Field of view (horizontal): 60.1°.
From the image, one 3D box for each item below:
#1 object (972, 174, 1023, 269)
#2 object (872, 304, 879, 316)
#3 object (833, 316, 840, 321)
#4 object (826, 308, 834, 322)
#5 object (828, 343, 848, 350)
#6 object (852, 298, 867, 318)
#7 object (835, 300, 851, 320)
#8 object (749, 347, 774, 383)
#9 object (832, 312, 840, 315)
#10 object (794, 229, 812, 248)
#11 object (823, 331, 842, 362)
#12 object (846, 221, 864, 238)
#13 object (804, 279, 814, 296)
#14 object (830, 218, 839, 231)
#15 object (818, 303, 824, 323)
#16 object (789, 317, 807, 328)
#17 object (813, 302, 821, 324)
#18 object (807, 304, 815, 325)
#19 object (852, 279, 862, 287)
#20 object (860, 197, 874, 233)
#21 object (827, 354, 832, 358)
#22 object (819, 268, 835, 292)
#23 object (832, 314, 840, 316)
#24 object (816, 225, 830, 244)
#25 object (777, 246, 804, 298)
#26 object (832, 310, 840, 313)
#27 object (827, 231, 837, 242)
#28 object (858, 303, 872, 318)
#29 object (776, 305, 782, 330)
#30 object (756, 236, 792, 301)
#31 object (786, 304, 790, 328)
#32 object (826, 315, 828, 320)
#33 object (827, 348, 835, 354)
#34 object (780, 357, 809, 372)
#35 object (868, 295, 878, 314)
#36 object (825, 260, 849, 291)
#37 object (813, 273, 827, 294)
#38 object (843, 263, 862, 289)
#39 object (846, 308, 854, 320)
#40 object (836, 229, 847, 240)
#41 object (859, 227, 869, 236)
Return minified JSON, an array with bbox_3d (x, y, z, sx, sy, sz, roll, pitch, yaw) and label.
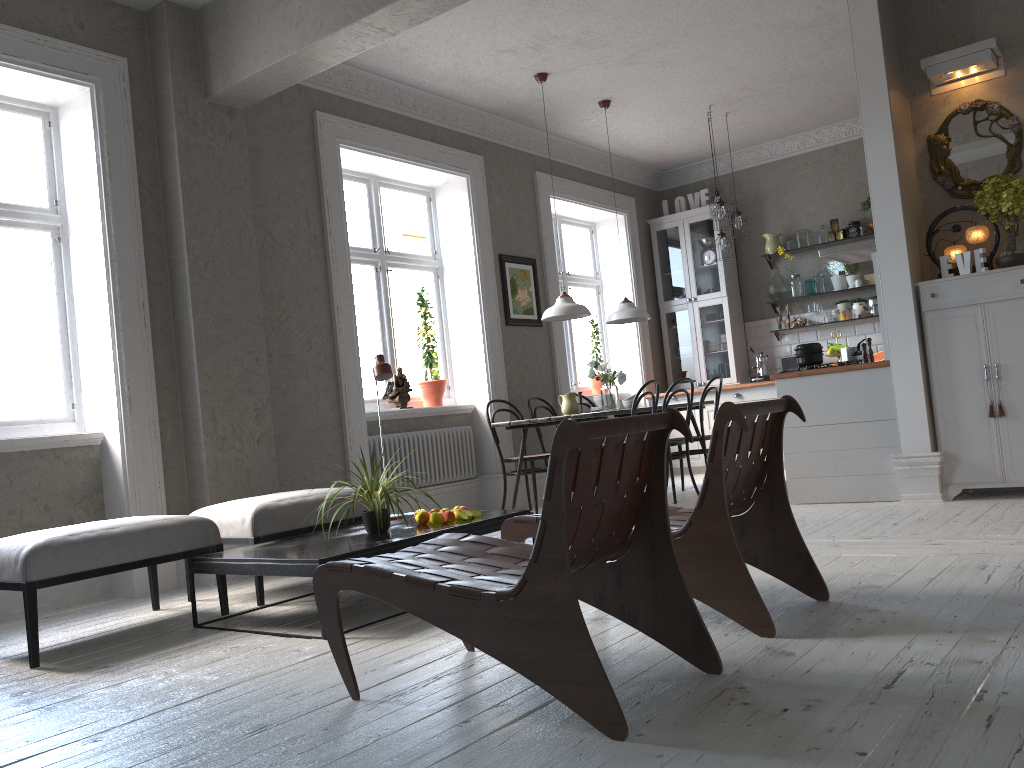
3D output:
[{"bbox_3d":[2.869,-0.934,5.099,0.345,0.553,0.293,-5,-2,-19],"label":"object"},{"bbox_3d":[3.501,-0.712,8.516,0.076,0.108,0.079,-7,-3,30],"label":"object"},{"bbox_3d":[3.194,-0.642,8.711,0.076,0.051,0.078,-7,-3,30],"label":"object"},{"bbox_3d":[3.163,-0.680,8.788,0.078,0.139,0.079,-6,-2,10],"label":"object"},{"bbox_3d":[3.162,-0.364,8.581,0.206,0.101,0.068,-8,-3,43],"label":"object"},{"bbox_3d":[3.418,-0.746,8.711,0.149,0.214,0.171,-5,-2,-23],"label":"object"},{"bbox_3d":[3.291,-0.733,8.796,0.155,0.217,0.158,-7,-2,17],"label":"object"},{"bbox_3d":[2.518,-0.195,9.038,0.201,0.370,0.360,-8,-3,37],"label":"object"},{"bbox_3d":[3.190,-0.676,8.713,0.079,0.051,0.075,-4,-3,-34],"label":"object"},{"bbox_3d":[2.947,-1.456,8.958,0.174,0.184,0.170,-5,-2,-14],"label":"object"},{"bbox_3d":[3.173,-0.307,8.609,0.347,0.425,0.357,-7,-2,22],"label":"object"},{"bbox_3d":[3.368,-1.507,8.691,0.139,0.174,0.145,-8,-3,37],"label":"object"},{"bbox_3d":[3.029,-0.972,8.977,0.123,0.172,0.129,-8,-3,40],"label":"object"},{"bbox_3d":[3.186,-1.567,8.750,0.082,0.113,0.084,-7,-2,17],"label":"object"},{"bbox_3d":[3.099,-0.707,8.907,0.080,0.217,0.083,-7,-2,23],"label":"object"},{"bbox_3d":[2.909,-0.628,9.006,0.175,0.111,0.097,-7,-2,14],"label":"object"},{"bbox_3d":[3.046,-0.704,8.833,0.080,0.217,0.083,-7,-2,23],"label":"object"},{"bbox_3d":[3.034,-0.698,8.961,0.080,0.217,0.083,-7,-2,23],"label":"object"},{"bbox_3d":[3.359,-0.974,8.583,0.063,0.071,0.104,-5,-3,-22],"label":"object"},{"bbox_3d":[3.510,-1.641,8.521,0.245,0.397,0.256,-5,-3,-28],"label":"object"},{"bbox_3d":[3.127,-0.298,8.650,0.094,0.078,0.103,-7,-3,24],"label":"object"},{"bbox_3d":[3.176,-1.034,8.942,0.128,0.264,0.134,-8,-3,42],"label":"object"},{"bbox_3d":[3.192,-0.659,8.712,0.076,0.051,0.078,-7,-3,30],"label":"object"},{"bbox_3d":[3.143,-1.495,8.930,0.140,0.220,0.139,-6,-2,-3],"label":"object"},{"bbox_3d":[2.811,-1.137,8.950,0.188,0.540,0.286,-7,-3,29],"label":"object"},{"bbox_3d":[3.187,-0.702,8.714,0.076,0.051,0.078,-7,-3,23],"label":"object"},{"bbox_3d":[3.179,-1.453,8.776,0.081,0.113,0.084,-8,-3,37],"label":"object"},{"bbox_3d":[3.425,-0.717,8.595,0.118,0.147,0.101,-6,-2,5],"label":"object"},{"bbox_3d":[2.764,-0.681,9.164,0.053,0.264,0.062,-6,-2,8],"label":"object"},{"bbox_3d":[2.695,-1.188,9.091,0.333,0.674,0.339,-6,-2,5],"label":"object"},{"bbox_3d":[2.836,-0.692,9.089,0.062,0.264,0.052,-5,-2,-17],"label":"object"},{"bbox_3d":[3.189,-0.651,8.866,0.079,0.083,0.076,-4,-3,-35],"label":"object"},{"bbox_3d":[3.091,-0.313,8.581,0.080,0.069,0.058,-4,-3,-34],"label":"object"},{"bbox_3d":[2.882,-0.168,8.878,0.344,0.226,0.090,-8,-3,37],"label":"object"},{"bbox_3d":[3.552,-0.762,8.621,0.155,0.213,0.156,-7,-3,35],"label":"object"},{"bbox_3d":[3.261,-1.096,8.799,0.239,0.354,0.240,-4,-3,-35],"label":"object"},{"bbox_3d":[3.068,-0.999,8.833,0.127,0.206,0.122,-5,-3,-30],"label":"object"},{"bbox_3d":[3.331,-1.121,8.680,0.184,0.380,0.169,-6,-2,-2],"label":"object"},{"bbox_3d":[3.314,-0.685,8.689,0.076,0.108,0.079,-7,-3,30],"label":"object"},{"bbox_3d":[3.245,-1.462,8.721,0.084,0.113,0.081,-4,-3,-43],"label":"object"},{"bbox_3d":[3.398,-1.477,8.544,0.091,0.096,0.076,-8,-3,38],"label":"object"}]
